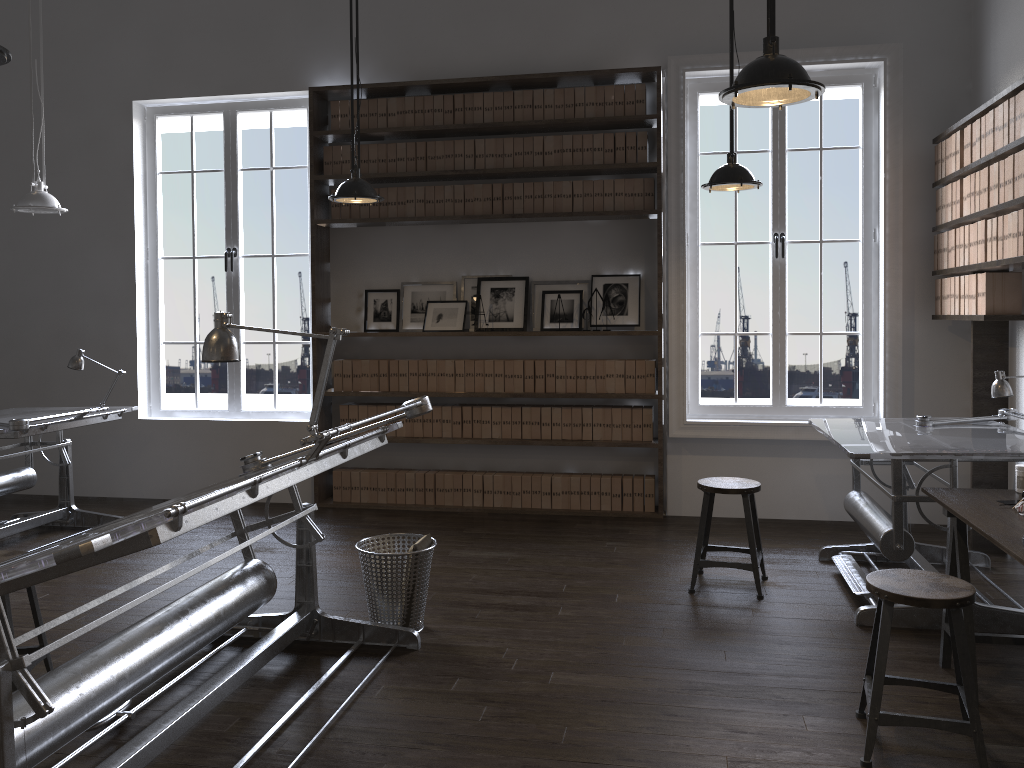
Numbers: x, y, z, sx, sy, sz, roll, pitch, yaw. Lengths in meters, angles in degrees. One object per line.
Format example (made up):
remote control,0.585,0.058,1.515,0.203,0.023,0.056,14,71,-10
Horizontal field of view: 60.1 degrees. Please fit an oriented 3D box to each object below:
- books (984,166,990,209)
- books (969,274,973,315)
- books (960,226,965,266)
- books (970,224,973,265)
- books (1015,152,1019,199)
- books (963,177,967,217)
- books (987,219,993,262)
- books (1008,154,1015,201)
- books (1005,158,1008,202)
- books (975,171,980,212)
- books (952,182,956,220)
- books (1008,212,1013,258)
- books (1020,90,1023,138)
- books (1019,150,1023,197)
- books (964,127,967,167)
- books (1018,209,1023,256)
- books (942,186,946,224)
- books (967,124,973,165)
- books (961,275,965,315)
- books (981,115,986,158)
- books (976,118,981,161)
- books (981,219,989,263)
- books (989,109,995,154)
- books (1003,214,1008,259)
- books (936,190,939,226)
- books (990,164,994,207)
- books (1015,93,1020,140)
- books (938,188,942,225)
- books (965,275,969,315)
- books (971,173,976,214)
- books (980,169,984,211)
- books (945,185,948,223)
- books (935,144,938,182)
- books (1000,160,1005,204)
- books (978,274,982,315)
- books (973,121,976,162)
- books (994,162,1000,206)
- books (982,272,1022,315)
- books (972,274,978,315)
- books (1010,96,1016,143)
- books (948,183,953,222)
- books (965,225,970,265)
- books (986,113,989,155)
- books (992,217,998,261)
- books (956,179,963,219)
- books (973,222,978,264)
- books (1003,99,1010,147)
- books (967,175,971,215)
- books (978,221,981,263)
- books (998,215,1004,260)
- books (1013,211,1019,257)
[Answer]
books,2.545,-1.012,4.582,0.174,0.225,0.067,0,2,11
books,2.598,-0.486,4.836,0.174,0.225,0.067,0,2,11
books,2.617,-0.774,4.970,0.174,0.225,0.067,0,2,11
books,2.598,-0.763,4.829,0.174,0.225,0.067,0,2,11
books,2.470,-0.979,4.167,0.174,0.225,0.067,0,2,11
books,2.611,-1.038,4.924,0.174,0.225,0.067,0,2,11
books,2.540,-0.733,4.538,0.174,0.225,0.067,0,2,11
books,2.478,-0.984,4.233,0.174,0.225,0.067,0,2,11
books,2.496,-0.990,4.299,0.174,0.225,0.067,0,2,11
books,2.574,-1.023,4.719,0.174,0.225,0.067,0,2,11
books,2.652,-1.060,5.125,0.174,0.225,0.067,0,2,11
books,2.486,-0.711,4.251,0.174,0.225,0.067,0,2,11
books,2.453,-1.251,4.092,0.174,0.225,0.067,0,2,11
books,2.457,-0.974,4.106,0.174,0.225,0.067,0,2,11
books,2.612,-1.315,4.918,0.174,0.225,0.067,0,2,11
books,2.455,-0.700,4.110,0.174,0.225,0.067,0,2,11
books,2.685,-1.075,5.319,0.174,0.225,0.067,0,2,11
books,2.593,-1.310,4.846,0.174,0.225,0.067,0,2,11
books,2.620,-0.497,4.969,0.174,0.225,0.067,0,2,11
books,2.558,-1.293,4.632,0.174,0.225,0.067,0,2,11
books,2.567,-1.298,4.702,0.174,0.225,0.067,0,2,11
books,2.553,-0.747,4.626,0.174,0.225,0.067,0,2,11
books,2.527,-1.282,4.497,0.174,0.225,0.067,0,2,11
books,2.502,-0.716,4.319,0.174,0.225,0.067,0,2,11
books,2.714,-1.086,5.459,0.174,0.225,0.067,0,2,11
books,2.536,-1.006,4.508,0.174,0.225,0.067,0,2,11
books,2.470,-1.256,4.159,0.174,0.225,0.067,0,2,11
books,2.697,-1.081,5.391,0.174,0.225,0.067,0,2,11
books,2.608,-0.491,4.898,0.174,0.225,0.067,0,2,11
books,2.581,-1.027,4.782,0.174,0.225,0.067,0,2,11
books,2.564,-1.017,4.654,0.174,0.225,0.067,0,2,11
books,2.675,-1.070,5.257,0.174,0.225,0.067,0,2,11
books,2.708,-1.364,5.463,0.174,0.225,0.067,0,2,11
books,2.509,-0.995,4.368,0.174,0.225,0.067,0,2,11
books,2.575,-0.476,4.701,0.174,0.225,0.067,0,2,11
books,2.585,-1.304,4.771,0.174,0.225,0.067,0,2,11
books,2.518,-1.001,4.439,0.174,0.225,0.067,0,2,11
books,2.560,-0.470,4.633,0.174,0.225,0.067,0,2,11
books,2.581,-0.481,4.771,0.174,0.225,0.067,0,2,11
books,2.481,-1.261,4.228,0.174,0.225,0.067,0,2,11
books,2.659,-1.065,5.193,0.174,0.225,0.067,0,2,11
books,2.607,-0.768,4.898,0.174,0.225,0.067,0,2,11
books,2.545,-1.288,4.562,0.174,0.225,0.067,0,2,11
books,2.522,-0.727,4.458,0.174,0.225,0.067,0,2,11
books,2.639,-1.055,5.055,0.174,0.225,0.067,0,2,11
books,2.583,-0.758,4.761,0.174,0.225,0.067,0,2,11
books,2.490,-1.267,4.298,0.174,0.225,0.067,0,2,11
books,2.594,-1.033,4.853,0.174,0.225,0.067,0,2,11
books,2.569,-0.752,4.688,0.174,0.225,0.067,0,2,11
books,2.513,-0.722,4.388,0.174,0.225,0.067,0,2,11
books,2.469,-0.705,4.181,0.174,0.225,0.067,0,2,11
